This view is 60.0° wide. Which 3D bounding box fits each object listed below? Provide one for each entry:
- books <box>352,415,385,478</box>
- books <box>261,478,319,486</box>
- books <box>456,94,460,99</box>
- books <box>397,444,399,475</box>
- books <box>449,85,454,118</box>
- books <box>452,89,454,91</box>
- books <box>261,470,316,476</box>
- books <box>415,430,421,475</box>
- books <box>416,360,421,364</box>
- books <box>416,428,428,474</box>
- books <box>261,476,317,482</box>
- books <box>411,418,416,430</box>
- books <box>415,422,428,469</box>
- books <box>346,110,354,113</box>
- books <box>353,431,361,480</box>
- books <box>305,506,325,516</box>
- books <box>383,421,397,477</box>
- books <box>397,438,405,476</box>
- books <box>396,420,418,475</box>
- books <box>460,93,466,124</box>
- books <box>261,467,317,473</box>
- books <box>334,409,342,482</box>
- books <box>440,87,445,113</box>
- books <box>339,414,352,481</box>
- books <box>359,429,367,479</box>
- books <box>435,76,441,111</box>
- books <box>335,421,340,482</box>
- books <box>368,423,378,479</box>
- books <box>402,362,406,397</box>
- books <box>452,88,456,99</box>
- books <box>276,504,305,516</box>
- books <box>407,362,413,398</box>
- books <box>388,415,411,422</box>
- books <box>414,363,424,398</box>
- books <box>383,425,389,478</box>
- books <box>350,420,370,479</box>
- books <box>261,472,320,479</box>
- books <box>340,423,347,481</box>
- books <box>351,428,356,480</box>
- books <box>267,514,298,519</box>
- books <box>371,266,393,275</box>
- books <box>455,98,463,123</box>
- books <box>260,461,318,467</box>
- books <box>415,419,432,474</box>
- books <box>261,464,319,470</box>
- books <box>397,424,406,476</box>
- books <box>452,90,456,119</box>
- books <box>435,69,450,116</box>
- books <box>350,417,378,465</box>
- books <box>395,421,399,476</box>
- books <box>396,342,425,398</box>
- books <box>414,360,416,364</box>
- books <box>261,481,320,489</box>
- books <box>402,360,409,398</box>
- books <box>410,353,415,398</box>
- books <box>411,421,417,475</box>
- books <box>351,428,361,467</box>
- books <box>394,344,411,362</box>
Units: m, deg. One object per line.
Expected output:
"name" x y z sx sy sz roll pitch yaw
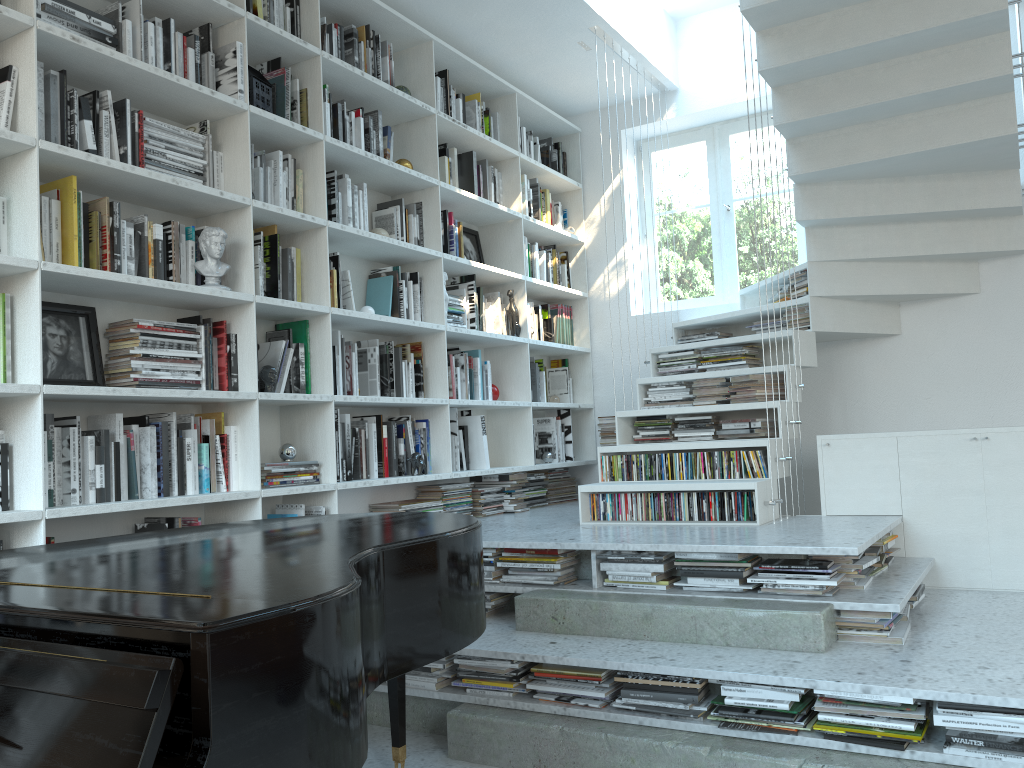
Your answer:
"books" -0.674 0.295 4.154 0.175 0.293 0.012 -5 -4 30
"books" -0.945 0.399 3.604 0.159 0.012 0.285 -5 -5 35
"books" -0.357 -1.485 4.977 0.161 0.254 0.012 -5 -4 30
"books" -0.612 0.342 4.284 0.135 0.211 0.022 -5 -4 30
"books" -0.397 -1.494 4.873 0.168 0.262 0.014 -5 -4 30
"books" -0.384 -1.488 4.912 0.151 0.254 0.021 -5 -4 30
"books" -0.947 0.362 3.606 0.161 0.012 0.254 -5 -5 35
"books" -0.523 0.342 4.412 0.168 0.220 0.013 -5 -4 30
"books" -0.522 -0.014 4.470 0.158 0.203 0.013 -5 -4 30
"books" -0.503 0.339 4.437 0.176 0.228 0.025 -5 -4 30
"books" -0.944 0.386 3.603 0.161 0.012 0.254 -6 -5 36
"books" -0.540 0.313 4.438 0.143 0.282 0.012 -5 -4 30
"books" -0.496 0.325 4.462 0.157 0.258 0.026 -5 -4 30
"books" -0.792 -1.157 4.227 0.120 0.271 0.010 -5 -4 30
"books" -0.759 0.328 4.026 0.175 0.217 0.011 -5 -4 30
"books" -0.838 0.646 3.654 0.172 0.284 0.021 -5 -4 30
"books" -0.631 0.314 4.238 0.173 0.262 0.026 -5 -4 30
"books" -0.594 0.357 4.300 0.169 0.181 0.025 -5 -4 30
"books" -0.564 0.316 4.350 0.186 0.266 0.070 -5 -4 30
"books" -0.335 -1.487 4.989 0.165 0.257 0.030 -5 -4 30
"books" -0.938 0.349 3.600 0.161 0.012 0.254 -5 -5 30
"books" -0.826 0.272 3.889 0.187 0.316 0.010 -5 -4 30
"books" -0.436 -1.481 4.819 0.148 0.231 0.030 -5 -4 30
"books" -0.796 0.285 3.937 0.188 0.294 0.030 -5 -4 30
"books" -0.741 0.325 4.069 0.159 0.228 0.024 -5 -4 30
"books" -0.455 -1.506 4.786 0.150 0.278 0.048 -5 -4 30
"books" -0.832 0.298 3.872 0.186 0.262 0.023 -5 -4 30
"books" -0.704 0.313 4.107 0.181 0.252 0.025 -5 -4 30
"books" -0.595 -0.010 4.319 0.182 0.182 0.018 -5 -4 30
"books" -0.376 -1.498 4.953 0.153 0.279 0.012 -5 -4 30
"books" -0.900 0.637 3.588 0.149 0.300 0.032 -5 -4 30
"books" -0.571 -0.008 4.372 0.190 0.183 0.019 -5 -4 30
"books" -0.552 0.305 4.391 0.134 0.293 0.013 -5 -4 30
"books" -0.522 -0.005 4.434 0.189 0.180 0.016 -5 -4 30
"books" -0.664 0.320 4.172 0.184 0.244 0.031 -5 -4 30
"books" -0.730 0.305 4.085 0.171 0.267 0.014 -5 -4 30
"books" -0.943 0.374 3.603 0.159 0.012 0.285 -5 -5 33
"books" -0.809 0.303 3.914 0.178 0.256 0.023 -5 -4 30
"books" -0.778 0.320 3.993 0.162 0.231 0.065 -5 -4 30
"books" -0.913 0.653 3.543 0.162 0.264 0.005 -5 -4 30
"books" -0.634 -0.426 4.372 0.135 0.290 0.016 -5 -4 30
"books" -0.360 -1.463 4.923 0.190 0.202 0.024 -5 -4 30
"books" -0.941 0.325 3.603 0.161 0.012 0.254 -6 -5 39
"books" -0.484 0.319 4.485 0.171 0.272 0.025 -5 -4 30
"books" -0.946 0.338 3.606 0.159 0.012 0.285 -5 -5 34
"books" -0.588 0.324 4.319 0.164 0.249 0.012 -5 -4 30
"books" -0.388 -1.481 4.888 0.172 0.236 0.022 -5 -4 30
"books" -0.417 -1.531 4.836 0.180 0.332 0.014 -5 -4 30
"books" -0.698 0.300 4.154 0.159 0.285 0.012 -5 -4 30
"books" -0.624 0.315 4.264 0.169 0.263 0.026 -5 -4 30
"books" -0.513 -0.060 4.477 0.162 0.295 0.007 -5 -4 30
"books" -0.538 -0.014 4.462 0.141 0.205 0.016 -5 -4 30
"books" -0.941 0.410 3.601 0.159 0.012 0.285 -5 -5 33
"books" -0.584 -0.014 4.360 0.175 0.195 0.015 -5 -4 30
"books" -0.562 -0.030 4.395 0.182 0.229 0.018 -5 -4 30
"books" -0.543 0.320 4.405 0.150 0.264 0.021 -5 -4 30
"books" -0.758 0.321 4.049 0.142 0.234 0.029 -5 -4 30
"books" -0.570 -0.052 4.387 0.173 0.274 0.006 -5 -4 30
